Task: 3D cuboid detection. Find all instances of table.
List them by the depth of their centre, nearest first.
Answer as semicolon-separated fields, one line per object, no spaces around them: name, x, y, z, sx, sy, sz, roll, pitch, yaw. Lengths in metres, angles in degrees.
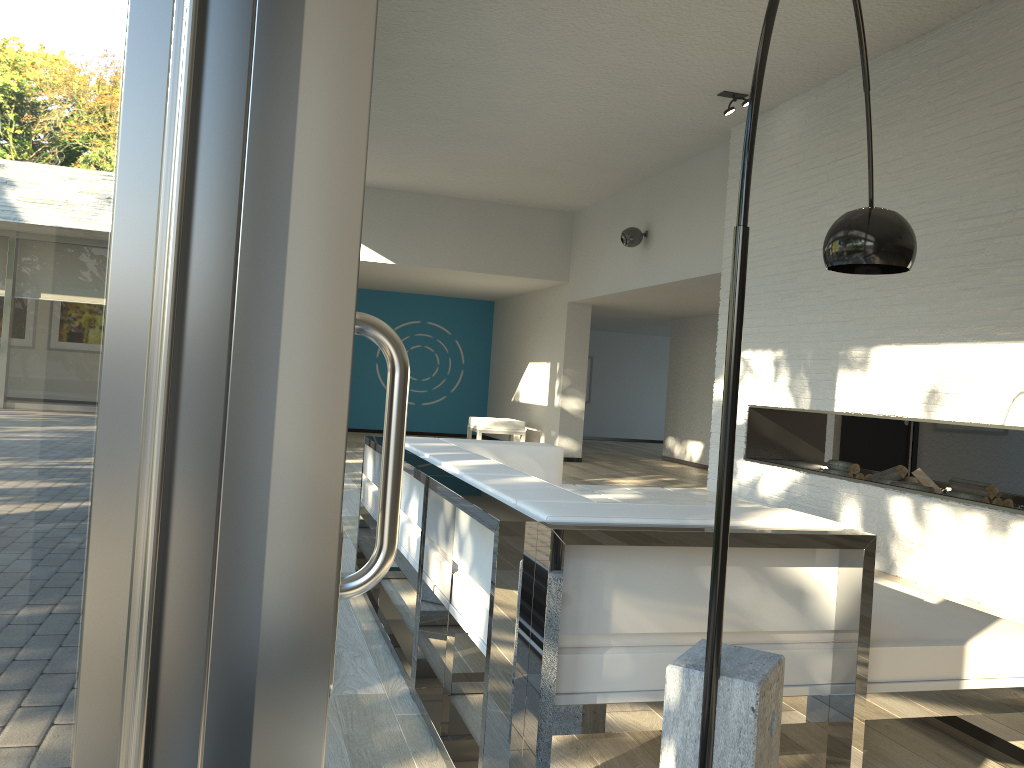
table;0.852;0.824;5.149;1.220;0.305;1.220;4;0;-17

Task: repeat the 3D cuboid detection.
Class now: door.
door;-0.821;-0.161;6.343;19.435;2.374;22.952;4;0;-17
door;3.728;0.188;8.970;0.920;1.948;0.108;4;-1;-16

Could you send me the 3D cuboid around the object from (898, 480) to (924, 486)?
object;2.379;0.625;5.363;0.076;0.076;0.236;4;0;-18

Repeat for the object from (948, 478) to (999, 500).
object;2.505;0.569;4.821;0.093;0.088;0.260;4;0;-18

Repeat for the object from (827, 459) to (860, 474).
object;2.195;0.547;5.879;0.082;0.073;0.237;4;0;-18

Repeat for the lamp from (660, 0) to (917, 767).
lamp;0.799;-0.040;2.193;0.283;2.024;1.753;4;0;26

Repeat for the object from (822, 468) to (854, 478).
object;2.153;0.608;5.870;0.075;0.074;0.246;4;0;-18

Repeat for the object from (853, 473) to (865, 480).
object;2.226;0.614;5.878;0.076;0.076;0.236;4;0;-18

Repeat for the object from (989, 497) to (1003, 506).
object;2.541;0.637;4.817;0.076;0.076;0.236;4;0;-18

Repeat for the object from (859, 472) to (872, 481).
object;2.299;0.619;5.910;0.082;0.073;0.237;4;0;-18

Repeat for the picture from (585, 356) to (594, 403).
picture;0.965;-0.101;15.665;0.958;0.828;0.017;4;-1;-16

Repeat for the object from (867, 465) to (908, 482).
object;2.315;0.572;5.461;0.093;0.170;0.272;4;0;-18

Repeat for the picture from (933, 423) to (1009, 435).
picture;4.826;0.099;9.269;0.958;0.828;0.017;4;-1;-16

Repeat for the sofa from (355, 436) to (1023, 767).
sofa;0.374;0.623;3.109;1.545;0.654;2.404;4;0;-17

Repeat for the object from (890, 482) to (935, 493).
object;2.324;0.622;5.160;0.075;0.074;0.246;4;0;-38

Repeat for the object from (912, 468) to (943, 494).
object;2.443;0.584;5.207;0.064;0.165;0.225;4;0;-18

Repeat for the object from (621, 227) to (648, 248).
object;1.226;-1.445;8.762;0.315;0.203;0.201;4;0;-16

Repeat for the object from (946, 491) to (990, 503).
object;2.467;0.632;4.808;0.075;0.074;0.246;4;0;-18

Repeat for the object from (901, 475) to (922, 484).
object;2.412;0.586;5.408;0.064;0.060;0.229;4;0;-16

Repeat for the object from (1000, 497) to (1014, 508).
object;2.613;0.642;4.849;0.082;0.073;0.237;4;0;-18

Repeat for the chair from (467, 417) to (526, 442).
chair;-0.211;0.671;11.467;0.611;0.442;0.610;4;0;-17

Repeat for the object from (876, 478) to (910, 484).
object;2.305;0.620;5.354;0.075;0.074;0.246;4;0;-18

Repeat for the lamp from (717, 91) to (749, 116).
lamp;1.572;-1.959;6.226;0.234;0.153;0.135;4;0;-16

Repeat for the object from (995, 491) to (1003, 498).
object;2.574;0.598;4.862;0.064;0.060;0.229;4;0;-16
